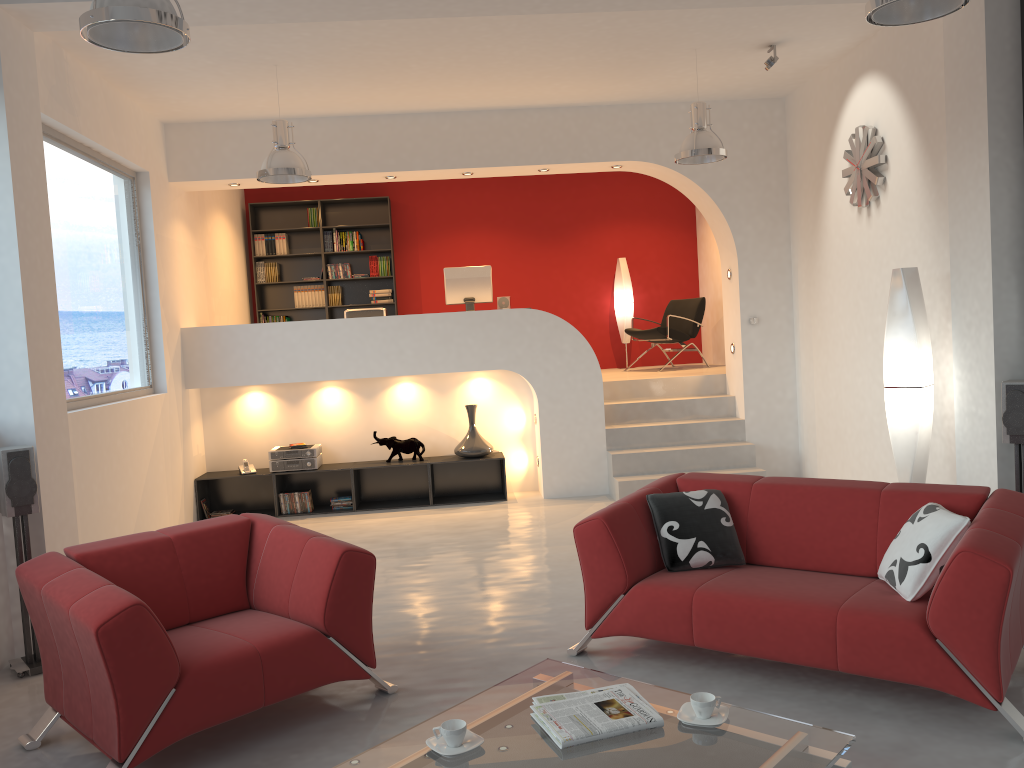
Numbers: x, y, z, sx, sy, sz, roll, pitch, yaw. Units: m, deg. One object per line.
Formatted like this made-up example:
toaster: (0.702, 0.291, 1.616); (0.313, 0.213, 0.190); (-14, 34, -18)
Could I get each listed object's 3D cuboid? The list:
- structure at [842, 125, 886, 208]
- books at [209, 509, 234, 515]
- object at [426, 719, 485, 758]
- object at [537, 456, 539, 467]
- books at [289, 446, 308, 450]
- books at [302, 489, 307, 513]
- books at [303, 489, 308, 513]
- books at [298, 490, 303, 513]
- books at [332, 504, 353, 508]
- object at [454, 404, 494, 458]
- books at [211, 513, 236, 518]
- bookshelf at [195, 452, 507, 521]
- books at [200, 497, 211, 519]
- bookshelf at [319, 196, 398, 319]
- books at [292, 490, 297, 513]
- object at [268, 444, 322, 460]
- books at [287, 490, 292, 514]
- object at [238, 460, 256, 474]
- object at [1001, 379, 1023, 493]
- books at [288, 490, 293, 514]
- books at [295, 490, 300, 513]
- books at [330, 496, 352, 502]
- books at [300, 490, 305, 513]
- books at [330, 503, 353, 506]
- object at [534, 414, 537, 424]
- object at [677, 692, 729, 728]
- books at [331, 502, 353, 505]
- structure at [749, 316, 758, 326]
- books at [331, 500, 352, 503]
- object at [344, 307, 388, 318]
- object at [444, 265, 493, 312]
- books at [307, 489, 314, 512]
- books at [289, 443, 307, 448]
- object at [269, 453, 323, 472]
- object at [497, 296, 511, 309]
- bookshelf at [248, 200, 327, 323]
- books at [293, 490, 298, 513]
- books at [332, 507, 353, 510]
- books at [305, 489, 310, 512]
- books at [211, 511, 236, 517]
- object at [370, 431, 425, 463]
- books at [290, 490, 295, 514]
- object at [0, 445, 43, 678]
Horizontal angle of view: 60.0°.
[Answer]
structure: (2.589, -1.608, 6.570); (0.090, 0.596, 0.596); (-4, 3, -4)
books: (-2.645, 1.169, 8.081); (0.190, 0.015, 0.135); (-4, 3, -4)
object: (-0.173, 1.063, 2.678); (0.153, 0.069, 0.153); (-6, 4, -37)
object: (0.243, 0.730, 8.368); (0.011, 0.105, 0.105); (-4, 3, -4)
books: (-1.951, 0.575, 8.094); (0.135, 0.015, 0.190); (-5, 4, -24)
books: (-1.883, 1.066, 8.080); (0.031, 0.190, 0.135); (-4, 3, -4)
books: (-1.868, 1.065, 8.081); (0.031, 0.190, 0.135); (-4, 3, -4)
books: (-1.913, 1.068, 8.078); (0.031, 0.190, 0.135); (-4, 3, -4)
books: (-1.550, 1.114, 8.157); (0.190, 0.015, 0.135); (-4, 3, -4)
object: (-0.364, 0.435, 8.229); (0.369, 0.481, 0.369); (-6, 4, -39)
books: (-2.632, 1.198, 8.083); (0.190, 0.015, 0.135); (-4, 3, -4)
bookshelf: (-1.443, 0.943, 8.178); (2.764, 0.397, 0.405); (-4, 3, -4)
books: (-2.765, 1.128, 8.020); (0.063, 0.187, 0.135); (-4, 3, -4)
bookshelf: (-1.806, -1.095, 10.655); (0.816, 2.213, 0.305); (-4, 3, -4)
books: (-1.973, 1.072, 8.074); (0.031, 0.190, 0.135); (-4, 3, -4)
object: (-1.983, 0.621, 8.126); (0.430, 0.077, 0.349); (-4, 3, -4)
books: (-2.017, 1.075, 8.071); (0.031, 0.190, 0.135); (-4, 3, -4)
object: (-2.395, 0.742, 8.016); (0.130, 0.117, 0.146); (-5, 4, -29)
object: (2.737, 0.538, 4.752); (0.214, 1.112, 0.229); (0, 4, 41)
books: (-2.002, 1.074, 8.072); (0.031, 0.190, 0.135); (-4, 3, -4)
books: (-1.943, 1.070, 8.076); (0.031, 0.190, 0.135); (-4, 3, -4)
books: (-1.571, 1.056, 8.153); (0.190, 0.015, 0.135); (-4, 3, -9)
books: (-1.898, 1.067, 8.079); (0.031, 0.190, 0.135); (-4, 3, -4)
books: (-1.561, 1.100, 8.156); (0.190, 0.015, 0.135); (-3, 3, 1)
object: (0.219, 0.331, 8.344); (0.011, 0.105, 0.105); (-4, 3, -4)
object: (0.596, 1.011, 2.768); (0.153, 0.069, 0.153); (-2, 4, 22)
books: (-1.556, 1.085, 8.155); (0.190, 0.015, 0.135); (-4, 3, -4)
structure: (2.212, -0.577, 8.114); (0.080, 0.080, 0.016); (-4, 3, -4)
books: (-1.560, 1.070, 8.147); (0.190, 0.015, 0.135); (-4, 3, -4)
object: (-1.402, -0.621, 8.596); (0.397, 0.217, 0.458); (-4, 3, -4)
object: (-0.418, -0.905, 8.571); (0.458, 0.452, 0.230); (-4, 3, -4)
books: (-1.838, 1.063, 8.083); (0.031, 0.190, 0.135); (-4, 3, -4)
books: (-1.956, 0.560, 8.102); (0.135, 0.015, 0.190); (-5, 4, -19)
object: (-1.977, 0.719, 8.124); (0.430, 0.100, 0.365); (-4, 3, -4)
object: (-0.085, -0.777, 8.653); (0.133, 0.147, 0.151); (-5, 4, -20)
bookshelf: (-2.619, -1.044, 10.599); (0.816, 2.213, 0.305); (-4, 3, -4)
books: (-1.957, 1.071, 8.075); (0.031, 0.190, 0.135); (-4, 3, -4)
books: (-1.555, 1.130, 8.158); (0.190, 0.015, 0.135); (-4, 3, -9)
books: (-1.853, 1.064, 8.082); (0.031, 0.190, 0.135); (-4, 3, -4)
books: (-2.628, 1.183, 8.083); (0.190, 0.015, 0.135); (-4, 3, -4)
object: (-1.053, 0.571, 8.211); (0.507, 0.296, 0.191); (-3, 3, 12)
books: (-1.987, 1.073, 8.073); (0.031, 0.190, 0.135); (-4, 3, -4)
object: (-2.415, 0.866, 4.389); (0.214, 1.112, 0.229); (-6, 4, -39)
